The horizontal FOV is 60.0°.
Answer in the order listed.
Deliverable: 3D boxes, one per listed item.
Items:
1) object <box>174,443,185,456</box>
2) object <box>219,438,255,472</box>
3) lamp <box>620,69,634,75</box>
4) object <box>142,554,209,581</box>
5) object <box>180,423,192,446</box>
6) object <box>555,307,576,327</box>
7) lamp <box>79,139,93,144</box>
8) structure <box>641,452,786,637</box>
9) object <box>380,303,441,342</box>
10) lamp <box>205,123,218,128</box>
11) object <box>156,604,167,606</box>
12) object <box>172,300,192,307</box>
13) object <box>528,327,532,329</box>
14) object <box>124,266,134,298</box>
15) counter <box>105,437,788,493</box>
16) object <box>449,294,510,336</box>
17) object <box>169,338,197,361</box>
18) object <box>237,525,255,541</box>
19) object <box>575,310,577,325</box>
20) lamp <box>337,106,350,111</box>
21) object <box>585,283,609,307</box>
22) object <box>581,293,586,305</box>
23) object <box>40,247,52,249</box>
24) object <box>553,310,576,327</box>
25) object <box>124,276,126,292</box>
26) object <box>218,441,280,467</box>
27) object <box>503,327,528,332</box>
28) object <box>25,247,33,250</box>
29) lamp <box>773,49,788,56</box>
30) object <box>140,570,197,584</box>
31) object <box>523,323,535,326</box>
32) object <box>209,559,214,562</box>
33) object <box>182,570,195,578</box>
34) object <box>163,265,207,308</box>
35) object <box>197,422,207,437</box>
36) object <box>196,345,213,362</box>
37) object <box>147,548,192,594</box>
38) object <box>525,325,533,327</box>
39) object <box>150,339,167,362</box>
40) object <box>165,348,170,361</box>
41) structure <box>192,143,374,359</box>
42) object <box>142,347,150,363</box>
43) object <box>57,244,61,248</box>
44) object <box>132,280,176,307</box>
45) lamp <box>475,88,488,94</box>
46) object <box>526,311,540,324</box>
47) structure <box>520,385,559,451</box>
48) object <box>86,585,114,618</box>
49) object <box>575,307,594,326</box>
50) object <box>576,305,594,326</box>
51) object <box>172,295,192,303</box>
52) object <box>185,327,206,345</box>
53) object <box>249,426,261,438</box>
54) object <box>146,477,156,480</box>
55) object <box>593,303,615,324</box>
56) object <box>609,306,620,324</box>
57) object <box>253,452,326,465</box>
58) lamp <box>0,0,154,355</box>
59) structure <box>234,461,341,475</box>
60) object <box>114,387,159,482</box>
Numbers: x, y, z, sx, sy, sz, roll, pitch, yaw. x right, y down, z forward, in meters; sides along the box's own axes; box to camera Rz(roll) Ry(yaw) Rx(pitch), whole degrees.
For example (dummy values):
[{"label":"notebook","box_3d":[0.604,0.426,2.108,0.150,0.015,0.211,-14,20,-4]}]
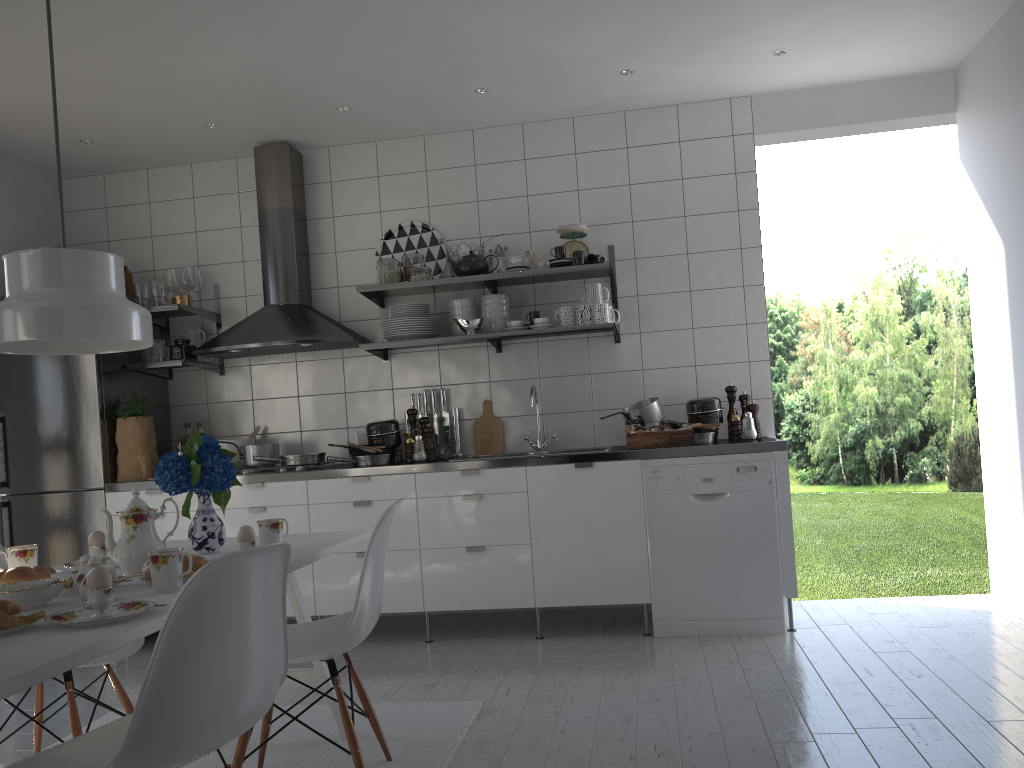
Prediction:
[{"label":"object","box_3d":[-1.775,0.404,4.744,0.059,0.172,0.059,-4,-1,-32]},{"label":"object","box_3d":[-1.507,0.387,4.771,0.247,0.175,0.247,-2,-2,-41]},{"label":"lamp","box_3d":[0.530,-1.448,4.086,0.064,0.030,0.064,-4,-2,1]},{"label":"object","box_3d":[-0.843,0.449,2.194,0.124,0.057,0.161,-5,-3,23]},{"label":"object","box_3d":[-1.775,0.355,4.870,0.066,0.282,0.066,-4,0,4]},{"label":"object","box_3d":[0.265,-0.320,4.321,0.083,0.100,0.108,-3,-2,-22]},{"label":"lamp","box_3d":[-2.164,-1.242,4.500,0.064,0.030,0.064,-4,-2,1]},{"label":"structure","box_3d":[0.923,0.721,4.148,0.574,0.791,0.508,-4,-1,9]},{"label":"object","box_3d":[-0.518,-0.303,4.535,0.306,0.195,0.301,-4,-2,13]},{"label":"lamp","box_3d":[-1.491,-1.294,4.397,0.064,0.030,0.064,-4,-2,1]},{"label":"object","box_3d":[-0.791,0.462,1.856,0.140,0.011,0.032,-5,-2,12]},{"label":"object","box_3d":[-1.740,-0.418,4.678,0.100,0.036,0.100,-5,-3,28]},{"label":"object","box_3d":[0.121,-0.273,4.473,0.121,0.021,0.121,-6,-3,43]},{"label":"object","box_3d":[-2.123,-0.542,4.824,0.097,0.195,0.097,-4,-1,8]},{"label":"counter","box_3d":[-0.350,0.400,4.420,3.240,0.045,0.651,-4,-3,9]},{"label":"object","box_3d":[-0.166,-0.338,4.552,0.309,0.216,0.150,-4,-1,6]},{"label":"object","box_3d":[-1.737,-0.177,4.678,0.100,0.123,0.100,-4,-1,19]},{"label":"object","box_3d":[-0.724,0.416,2.413,0.048,0.063,0.048,-4,-1,13]},{"label":"object","box_3d":[0.348,-0.319,4.461,0.108,0.100,0.083,-4,-1,-2]},{"label":"lamp","box_3d":[-0.817,-1.345,4.293,0.064,0.030,0.064,-4,-2,1]},{"label":"object","box_3d":[0.405,-0.431,4.281,0.108,0.100,0.083,-5,-2,43]},{"label":"object","box_3d":[0.403,-0.425,4.430,0.083,0.100,0.108,-3,-2,-22]},{"label":"object","box_3d":[-2.427,-0.584,4.607,0.064,0.290,0.141,-4,-1,-18]},{"label":"object","box_3d":[0.256,-0.316,4.394,0.108,0.100,0.083,-5,-2,43]},{"label":"object","box_3d":[-2.108,-0.528,4.718,0.093,0.154,0.093,-5,-1,31]},{"label":"object","box_3d":[-1.375,0.353,4.590,0.347,0.154,0.200,-2,-3,-42]},{"label":"object","box_3d":[0.019,-0.262,4.355,0.121,0.021,0.121,-4,-3,6]},{"label":"object","box_3d":[-2.469,-0.568,4.574,0.054,0.262,0.149,-4,-1,-16]},{"label":"lamp","box_3d":[1.204,-1.499,3.982,0.064,0.030,0.064,-4,-2,1]},{"label":"object","box_3d":[-0.830,0.477,2.180,0.158,0.016,0.158,-5,-3,19]},{"label":"object","box_3d":[0.118,-0.292,4.474,0.121,0.023,0.121,-3,-3,-11]},{"label":"object","box_3d":[-0.719,0.480,2.413,0.201,0.016,0.201,-5,-3,14]},{"label":"object","box_3d":[-0.803,0.465,2.160,0.109,0.036,0.070,-5,-2,17]},{"label":"object","box_3d":[-1.793,-0.512,4.858,0.193,0.244,0.205,-4,-1,7]},{"label":"object","box_3d":[-1.695,0.349,4.852,0.089,0.282,0.082,-4,-1,9]},{"label":"object","box_3d":[-1.701,-0.160,4.855,0.108,0.100,0.083,-4,-1,-2]},{"label":"object","box_3d":[-0.785,0.427,2.022,0.078,0.095,0.091,-3,-2,-45]},{"label":"object","box_3d":[0.121,-0.283,4.472,0.121,0.023,0.121,-3,-3,-20]},{"label":"object","box_3d":[-1.845,-0.171,4.620,0.086,0.119,0.086,-4,-1,5]},{"label":"object","box_3d":[-1.882,-0.146,4.899,0.083,0.100,0.108,-3,-2,-22]},{"label":"structure","box_3d":[-1.246,-0.720,4.646,0.869,1.092,0.472,-4,-1,9]},{"label":"object","box_3d":[-1.918,-0.163,4.688,0.086,0.119,0.086,-4,-1,19]},{"label":"object","box_3d":[-2.388,-0.587,4.629,0.131,0.296,0.056,-4,0,-12]},{"label":"object","box_3d":[-1.885,-0.459,4.678,0.190,0.134,0.229,-4,-2,-1]},{"label":"lamp","box_3d":[-0.144,-1.396,4.189,0.064,0.030,0.064,-4,-2,1]},{"label":"object","box_3d":[0.112,-0.326,4.480,0.055,0.078,0.070,-3,-2,-31]},{"label":"structure","box_3d":[0.154,0.182,4.531,0.188,0.352,0.274,-4,-1,-15]},{"label":"object","box_3d":[-0.812,0.430,1.750,0.048,0.057,0.048,-3,-2,-41]},{"label":"object","box_3d":[0.360,-0.323,4.384,0.083,0.100,0.108,-3,-2,-22]},{"label":"object","box_3d":[0.364,-0.328,4.290,0.108,0.100,0.083,-4,-1,-2]},{"label":"object","box_3d":[-1.743,-0.440,4.677,0.100,0.048,0.099,-5,-3,32]},{"label":"object","box_3d":[-1.742,-0.258,4.858,0.108,0.100,0.083,-5,-2,43]},{"label":"object","box_3d":[-1.458,0.346,4.792,0.221,0.232,0.080,-3,-1,-31]},{"label":"object","box_3d":[-1.630,0.463,4.460,0.330,0.012,0.220,-4,-3,9]},{"label":"object","box_3d":[0.446,-0.334,4.277,0.108,0.100,0.083,-4,-1,-2]},{"label":"object","box_3d":[0.474,-0.331,4.386,0.108,0.100,0.083,-4,-1,-6]},{"label":"object","box_3d":[-1.109,0.374,4.440,0.351,0.061,0.232,-3,-3,-13]},{"label":"lamp","box_3d":[-1.117,-0.749,2.157,0.374,1.322,0.373,-4,-1,40]},{"label":"structure","box_3d":[-1.181,0.428,4.540,0.467,0.029,0.490,-4,-3,9]},{"label":"object","box_3d":[-1.911,0.247,4.512,0.173,0.509,0.283,-4,-1,-4]}]
